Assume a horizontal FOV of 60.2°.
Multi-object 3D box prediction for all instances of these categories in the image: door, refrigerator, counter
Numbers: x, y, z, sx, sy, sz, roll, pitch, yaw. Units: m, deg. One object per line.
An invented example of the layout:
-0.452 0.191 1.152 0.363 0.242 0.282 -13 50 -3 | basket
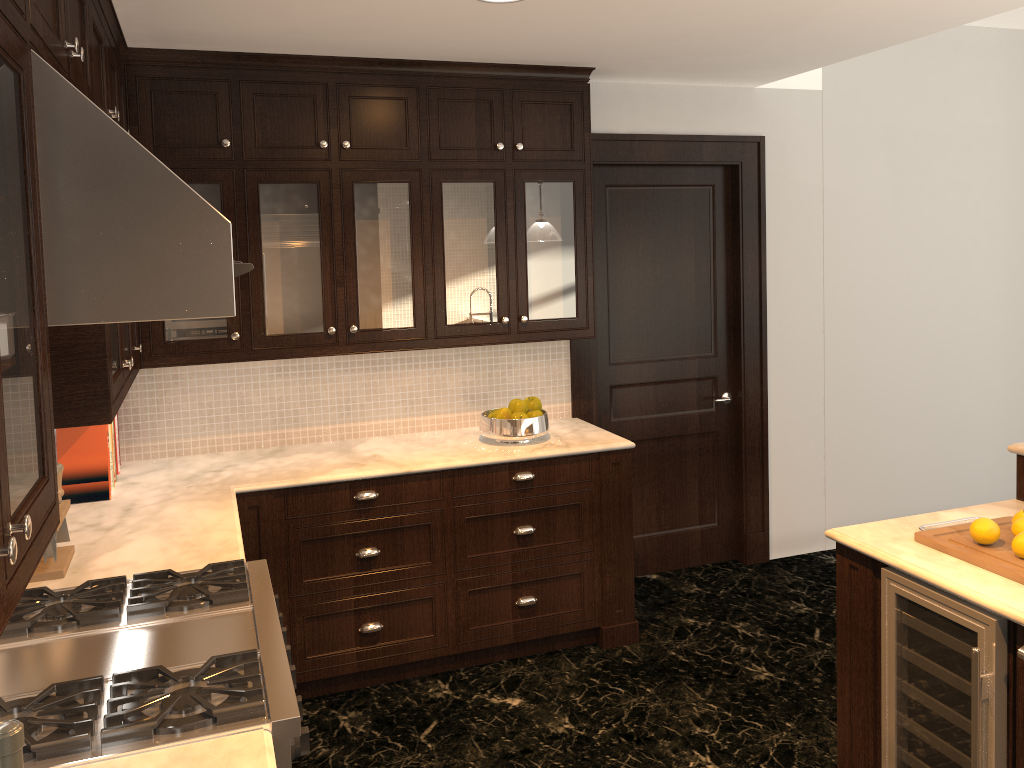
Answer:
0.816 -0.069 4.712 0.865 2.172 0.109 -3 4 -19 | door
1.330 0.942 2.377 0.573 0.863 0.384 -3 5 -19 | refrigerator
2.249 0.393 1.599 0.328 0.032 2.877 -5 9 -19 | counter
1.915 0.605 1.484 1.055 0.032 2.891 -5 9 -19 | counter
-0.196 0.505 2.509 2.318 0.032 3.394 -5 9 -19 | counter

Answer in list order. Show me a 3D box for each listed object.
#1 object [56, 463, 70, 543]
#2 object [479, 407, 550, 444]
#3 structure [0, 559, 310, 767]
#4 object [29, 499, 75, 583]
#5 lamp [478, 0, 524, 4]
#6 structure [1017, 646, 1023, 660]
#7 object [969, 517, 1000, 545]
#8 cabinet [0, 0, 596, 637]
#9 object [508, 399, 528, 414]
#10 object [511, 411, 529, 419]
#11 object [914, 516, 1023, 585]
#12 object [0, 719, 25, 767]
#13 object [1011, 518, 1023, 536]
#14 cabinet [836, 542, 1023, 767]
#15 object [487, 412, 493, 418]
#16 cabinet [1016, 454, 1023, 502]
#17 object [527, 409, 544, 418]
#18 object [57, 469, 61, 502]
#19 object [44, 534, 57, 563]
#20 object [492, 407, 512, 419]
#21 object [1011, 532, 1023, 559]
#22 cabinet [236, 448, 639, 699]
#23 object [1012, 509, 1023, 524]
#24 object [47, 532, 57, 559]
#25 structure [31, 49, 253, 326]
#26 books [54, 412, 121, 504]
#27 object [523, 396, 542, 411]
-1.347 0.352 2.599 0.061 0.236 0.061 1 5 34 | object
0.010 0.191 3.983 0.319 0.121 0.320 -6 9 -25 | object
-0.853 0.977 1.990 0.720 0.832 0.912 -4 7 -19 | structure
-1.323 0.348 2.499 0.110 0.347 0.318 -3 6 -19 | object
-0.032 -1.317 2.836 0.197 0.136 0.199 0 7 16 | lamp
1.558 1.027 1.870 0.616 0.839 0.602 -4 6 -19 | structure
1.295 0.403 2.417 0.081 0.071 0.083 -2 7 -4 | object
-0.233 -0.559 2.444 2.310 1.246 3.393 -4 9 -19 | cabinet
0.027 0.115 3.974 0.096 0.099 0.091 -7 8 -42 | object
0.032 0.168 3.898 0.091 0.096 0.101 -2 6 -1 | object
1.416 0.459 2.335 0.385 0.021 0.672 -5 9 -19 | object
-0.537 0.553 0.958 0.095 0.375 0.095 -2 4 -4 | object
1.413 0.401 2.406 0.082 0.071 0.082 -3 7 -8 | object
1.922 1.043 1.513 1.027 0.906 2.870 -4 9 -19 | cabinet
-0.067 0.173 3.937 0.091 0.094 0.092 0 6 12 | object
2.255 0.486 1.594 0.293 0.151 2.859 -4 9 -19 | cabinet
0.100 0.163 3.974 0.092 0.097 0.092 -1 6 10 | object
-1.325 0.355 2.536 0.061 0.224 0.061 2 5 40 | object
-1.278 0.376 2.407 0.061 0.227 0.061 -5 5 -37 | object
-0.044 0.152 3.896 0.093 0.098 0.091 3 8 38 | object
1.352 0.420 2.303 0.082 0.073 0.079 -6 8 -32 | object
-0.183 0.959 2.537 2.318 0.874 3.394 -5 9 -19 | cabinet
1.445 0.389 2.489 0.063 0.068 0.075 2 8 33 | object
-1.301 0.371 2.469 0.061 0.236 0.061 2 5 40 | object
-0.918 -0.398 1.896 0.640 0.474 0.938 -4 8 -19 | structure
-1.643 0.233 3.424 0.194 0.309 0.608 -3 8 -20 | books
0.091 0.107 4.036 0.091 0.098 0.093 4 8 41 | object
